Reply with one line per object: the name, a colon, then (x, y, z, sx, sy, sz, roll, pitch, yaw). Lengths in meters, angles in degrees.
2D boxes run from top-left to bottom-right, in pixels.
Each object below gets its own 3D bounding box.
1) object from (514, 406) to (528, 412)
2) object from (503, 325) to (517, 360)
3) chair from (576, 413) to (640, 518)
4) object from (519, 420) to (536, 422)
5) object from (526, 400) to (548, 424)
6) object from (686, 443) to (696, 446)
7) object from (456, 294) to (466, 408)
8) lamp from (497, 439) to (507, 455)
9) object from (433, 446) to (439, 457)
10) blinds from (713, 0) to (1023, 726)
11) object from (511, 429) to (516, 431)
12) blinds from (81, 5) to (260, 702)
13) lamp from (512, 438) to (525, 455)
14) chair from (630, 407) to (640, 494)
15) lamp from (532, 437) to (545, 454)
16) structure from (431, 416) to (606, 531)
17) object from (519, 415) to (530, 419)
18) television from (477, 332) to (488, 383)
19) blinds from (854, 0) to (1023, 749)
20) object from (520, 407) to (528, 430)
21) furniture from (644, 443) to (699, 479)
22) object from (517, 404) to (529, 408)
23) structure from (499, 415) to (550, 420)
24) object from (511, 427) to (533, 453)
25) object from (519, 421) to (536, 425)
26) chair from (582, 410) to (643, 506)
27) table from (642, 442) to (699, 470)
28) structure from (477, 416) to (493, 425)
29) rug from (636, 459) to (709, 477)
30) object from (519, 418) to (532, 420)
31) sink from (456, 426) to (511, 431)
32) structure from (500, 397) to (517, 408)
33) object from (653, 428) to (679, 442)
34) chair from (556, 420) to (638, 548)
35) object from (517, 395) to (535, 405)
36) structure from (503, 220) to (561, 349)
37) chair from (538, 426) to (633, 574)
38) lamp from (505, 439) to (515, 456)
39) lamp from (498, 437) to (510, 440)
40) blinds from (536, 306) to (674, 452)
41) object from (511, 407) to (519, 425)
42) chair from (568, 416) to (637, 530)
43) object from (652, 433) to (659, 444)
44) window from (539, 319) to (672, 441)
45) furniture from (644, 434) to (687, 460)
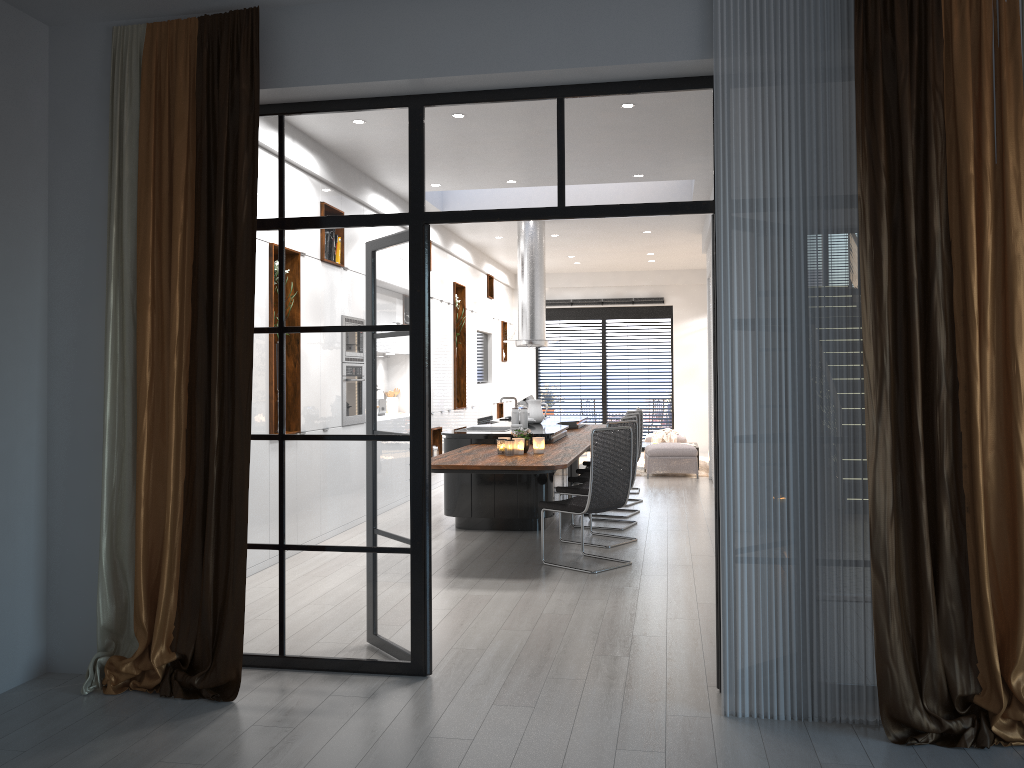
object: (0.099, 0.340, 9.995, 0.211, 0.174, 0.211, 0, 0, 17)
object: (-0.151, -0.728, 15.809, 0.480, 0.626, 0.315, 0, -1, 1)
chair: (0.977, 0.804, 8.998, 0.536, 1.019, 0.470, -1, -1, 25)
object: (0.121, 0.401, 9.361, 0.264, 0.033, 0.264, -1, 0, -43)
object: (0.260, 0.300, 9.622, 0.211, 0.254, 0.183, -1, -1, 44)
object: (2.648, 0.909, 13.327, 0.281, 0.032, 0.533, 0, 0, 23)
object: (-0.821, -0.472, 12.449, 0.322, 1.615, 0.323, -1, -1, 36)
lamp: (-0.077, 0.481, 6.759, 0.078, 0.120, 0.078, 0, -1, -7)
object: (-1.071, 0.894, 11.173, 0.250, 0.323, 0.241, 0, -1, 10)
blinds: (1.480, -0.175, 3.521, 1.301, 3.070, 0.052, -1, -1, 10)
object: (0.043, 0.426, 8.148, 0.111, 0.023, 0.111, 0, 0, 22)
blinds: (-1.505, -0.165, 3.960, 0.811, 3.046, 0.254, -1, -1, 9)
lamp: (0.049, 0.477, 6.772, 0.095, 0.124, 0.095, 0, -1, 3)
chair: (1.273, 0.791, 10.750, 0.536, 1.019, 0.470, -1, -1, 10)
lamp: (0.207, 0.475, 6.861, 0.095, 0.124, 0.095, -1, -1, 43)
structure: (0.165, 0.877, 8.744, 1.377, 0.887, 5.639, 0, 0, 10)
object: (0.120, 0.357, 9.362, 0.138, 0.051, 0.138, 0, 0, -10)
television: (-0.530, -0.421, 14.249, 0.050, 0.805, 1.187, -1, 0, 10)
blinds: (1.744, -0.183, 3.371, 0.811, 3.046, 0.254, -1, -1, 11)
object: (0.113, 0.327, 8.294, 0.071, 0.219, 0.071, -1, -1, 36)
furniture: (2.216, 1.053, 12.400, 0.699, 0.460, 0.699, 0, 0, 5)
object: (0.191, 0.322, 10.860, 0.253, 0.147, 0.266, 0, 0, -37)
structure: (0.166, 0.409, 10.863, 0.502, 0.026, 0.811, 0, 0, 10)
object: (0.080, 0.435, 6.907, 0.151, 0.206, 0.157, -1, -1, 27)
object: (0.121, 0.414, 9.361, 0.264, 0.033, 0.264, -1, 0, -43)
chair: (1.116, 0.798, 9.800, 0.536, 1.019, 0.471, -1, -1, 30)
table: (2.324, 1.101, 13.508, 1.000, 0.350, 1.000, 0, 0, 10)
structure: (-0.530, 0.791, 14.228, 0.221, 0.516, 1.203, -1, 0, 10)
rug: (2.196, 1.265, 13.585, 1.623, 0.020, 2.519, 0, 0, 10)
object: (0.120, 0.376, 9.361, 0.229, 0.016, 0.229, 0, 0, 7)
sink: (-0.233, 0.509, 8.600, 0.485, 0.153, 0.738, 0, 0, 10)
structure: (-0.033, 0.281, 8.542, 0.177, 0.310, 0.089, -1, -1, 10)
object: (2.555, 0.910, 14.638, 0.418, 0.355, 0.760, 0, 0, 18)
chair: (0.716, 0.815, 7.483, 0.536, 1.019, 0.471, -1, -1, 40)
object: (0.182, 0.236, 10.860, 0.256, 0.212, 0.249, 0, 0, -45)
structure: (0.241, -1.244, 10.898, 0.695, 1.609, 1.043, -1, -1, 9)
chair: (0.541, 0.821, 6.561, 0.471, 1.019, 0.536, 1, -1, -45)
lamp: (-0.017, 0.481, 6.682, 0.078, 0.120, 0.078, 0, -1, -7)
lamp: (-0.060, 0.477, 6.864, 0.095, 0.124, 0.095, -1, -1, 27)
blinds: (1.753, -0.099, 16.796, 2.584, 2.722, 0.358, 0, -1, 10)
object: (0.030, 0.327, 8.300, 0.071, 0.219, 0.071, 0, -1, -26)
chair: (0.850, 0.809, 8.290, 0.536, 1.019, 0.470, -1, -1, 25)
object: (2.167, 0.835, 13.409, 0.110, 0.183, 0.119, -1, -1, 16)
window: (4.782, -1.387, 16.631, 8.565, 5.064, 0.462, 0, -1, 9)
furniture: (2.549, 1.037, 14.690, 0.699, 0.460, 0.699, 0, 0, 10)
